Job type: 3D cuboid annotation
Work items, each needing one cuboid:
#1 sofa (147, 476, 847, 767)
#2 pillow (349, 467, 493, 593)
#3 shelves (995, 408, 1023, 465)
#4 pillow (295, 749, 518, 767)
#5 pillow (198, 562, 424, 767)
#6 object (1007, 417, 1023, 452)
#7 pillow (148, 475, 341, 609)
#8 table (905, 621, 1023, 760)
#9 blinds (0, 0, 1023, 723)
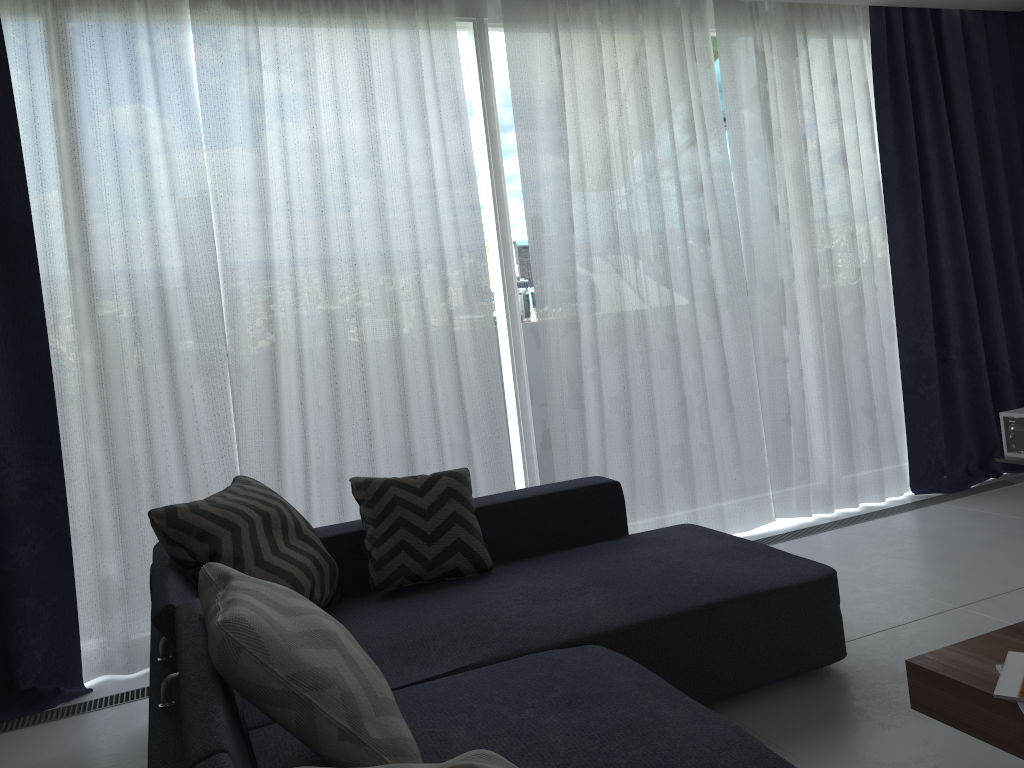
[{"bbox_3d":[0.270,0.663,1.844,1.906,0.608,2.867,-8,4,-22],"label":"sofa"},{"bbox_3d":[-0.295,0.464,2.905,0.416,0.345,0.285,-7,1,-17],"label":"pillow"},{"bbox_3d":[2.908,0.346,2.843,0.876,0.499,2.345,-8,4,-22],"label":"shelves"},{"bbox_3d":[-0.082,0.586,1.083,0.417,0.351,0.281,-6,1,21],"label":"pillow"},{"bbox_3d":[-0.397,0.550,1.692,0.344,0.388,0.494,-7,2,-22],"label":"pillow"},{"bbox_3d":[2.343,0.201,3.663,0.370,0.150,0.369,-8,3,-22],"label":"object"},{"bbox_3d":[-0.741,0.549,2.552,0.355,0.518,0.599,-6,2,9],"label":"pillow"},{"bbox_3d":[1.342,0.687,1.593,0.808,0.352,0.799,-8,3,-22],"label":"table"},{"bbox_3d":[0.956,-0.469,1.358,7.157,2.773,5.790,-8,3,-18],"label":"blinds"}]
